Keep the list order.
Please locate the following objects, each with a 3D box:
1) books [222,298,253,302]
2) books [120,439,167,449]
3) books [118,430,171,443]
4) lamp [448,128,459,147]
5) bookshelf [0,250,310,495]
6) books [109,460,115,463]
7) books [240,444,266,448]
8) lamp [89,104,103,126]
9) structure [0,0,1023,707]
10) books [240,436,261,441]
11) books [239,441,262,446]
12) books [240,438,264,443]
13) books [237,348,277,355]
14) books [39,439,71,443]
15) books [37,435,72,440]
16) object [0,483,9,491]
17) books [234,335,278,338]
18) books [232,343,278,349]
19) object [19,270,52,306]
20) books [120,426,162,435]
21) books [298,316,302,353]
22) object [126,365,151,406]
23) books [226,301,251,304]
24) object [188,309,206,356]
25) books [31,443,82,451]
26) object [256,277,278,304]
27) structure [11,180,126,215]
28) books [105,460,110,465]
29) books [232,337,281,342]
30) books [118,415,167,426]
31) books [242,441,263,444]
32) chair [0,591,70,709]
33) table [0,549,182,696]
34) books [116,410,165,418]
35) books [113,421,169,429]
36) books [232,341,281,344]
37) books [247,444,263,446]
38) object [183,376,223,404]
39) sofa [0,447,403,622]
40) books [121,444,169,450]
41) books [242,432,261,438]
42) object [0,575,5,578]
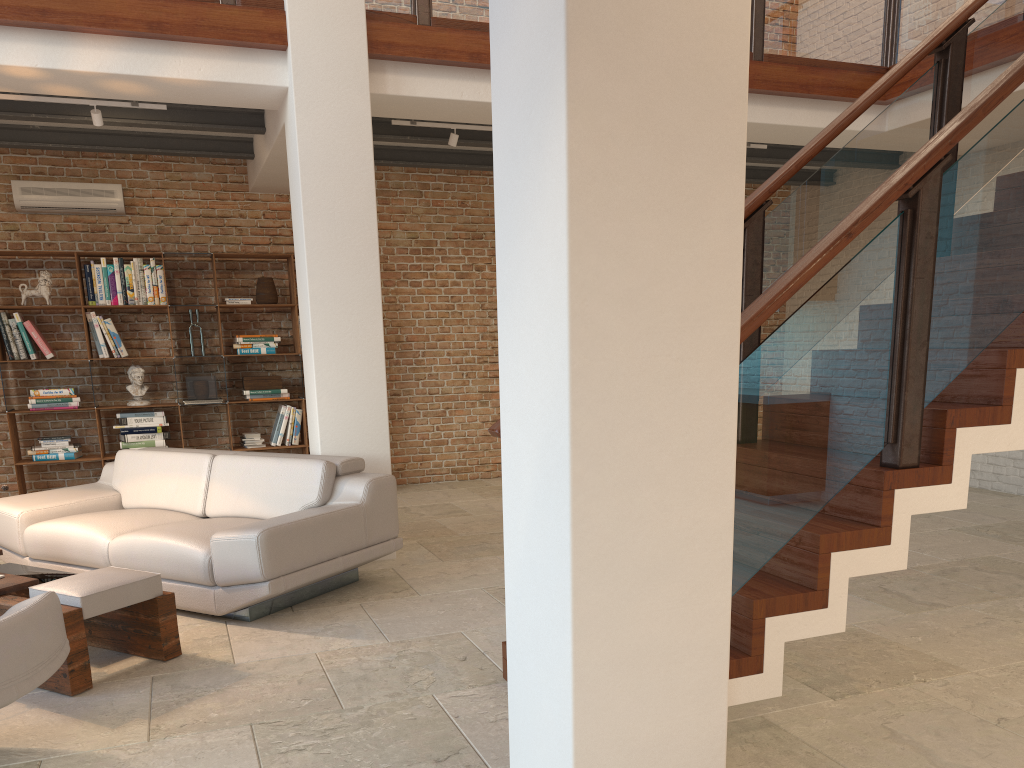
[{"bbox_3d":[-2.413,-0.737,7.656,0.235,0.019,0.168,-3,3,-28],"label":"books"},{"bbox_3d":[-3.237,0.518,7.667,0.360,0.057,0.277,-2,3,-18],"label":"books"},{"bbox_3d":[-3.222,0.457,7.643,0.376,0.066,0.240,-3,4,-34],"label":"books"},{"bbox_3d":[-0.415,-1.738,6.172,0.085,0.133,0.058,6,13,38],"label":"lamp"},{"bbox_3d":[-2.753,0.001,7.718,3.019,2.266,0.355,-4,12,-20],"label":"bookshelf"},{"bbox_3d":[-3.483,0.860,7.652,0.036,0.395,0.238,-6,11,-21],"label":"books"},{"bbox_3d":[-2.383,0.566,8.018,0.169,0.019,0.233,-3,3,-33],"label":"books"},{"bbox_3d":[-2.566,-1.656,5.390,0.060,0.119,0.092,-4,9,-14],"label":"lamp"},{"bbox_3d":[0.892,-0.838,1.871,10.106,4.254,13.577,-3,4,-21],"label":"structure"},{"bbox_3d":[-2.399,0.496,7.986,0.161,0.017,0.247,-2,3,-21],"label":"books"},{"bbox_3d":[-2.398,0.541,7.996,0.161,0.017,0.247,-3,3,-26],"label":"books"},{"bbox_3d":[-2.384,0.513,8.006,0.169,0.019,0.232,-3,3,-28],"label":"books"},{"bbox_3d":[-2.289,-0.295,7.843,0.326,0.057,0.249,-2,3,-11],"label":"books"},{"bbox_3d":[-3.896,0.481,7.431,0.235,0.019,0.168,-3,3,-28],"label":"books"},{"bbox_3d":[-3.881,0.455,7.409,0.251,0.017,0.159,-2,3,-21],"label":"books"},{"bbox_3d":[-2.591,0.575,3.993,0.313,0.624,0.531,7,12,40],"label":"object"},{"bbox_3d":[-2.301,-0.426,7.821,0.354,0.021,0.267,-3,3,-22],"label":"books"},{"bbox_3d":[-2.313,-0.341,7.834,0.378,0.037,0.239,-2,3,-21],"label":"books"},{"bbox_3d":[-3.870,-0.782,7.093,0.251,0.291,0.126,-3,11,-13],"label":"object"},{"bbox_3d":[-3.245,0.397,7.609,0.324,0.057,0.250,-3,3,-26],"label":"books"},{"bbox_3d":[-1.931,-0.449,7.946,0.055,0.339,0.248,-6,10,-21],"label":"books"},{"bbox_3d":[-3.246,0.012,7.544,0.196,0.360,0.187,-2,10,-5],"label":"object"},{"bbox_3d":[-2.405,-0.710,7.657,0.205,0.035,0.130,-3,3,-21],"label":"books"},{"bbox_3d":[-2.750,-0.445,7.587,0.121,0.411,0.060,-5,13,-17],"label":"object"},{"bbox_3d":[-3.877,0.534,7.417,0.377,0.019,0.240,-3,3,-28],"label":"books"},{"bbox_3d":[-2.175,-0.820,7.718,0.192,0.240,0.189,3,10,26],"label":"object"},{"bbox_3d":[-3.647,-1.533,7.198,0.809,0.226,0.195,-3,8,-20],"label":"structure"},{"bbox_3d":[-3.511,0.862,7.625,0.036,0.395,0.238,-6,11,-21],"label":"books"},{"bbox_3d":[-2.291,-0.397,7.810,0.377,0.037,0.240,-3,3,-27],"label":"books"},{"bbox_3d":[-3.234,0.314,7.628,0.377,0.066,0.240,-3,4,-26],"label":"books"},{"bbox_3d":[-2.387,0.527,8.001,0.155,0.008,0.238,-3,3,-26],"label":"books"},{"bbox_3d":[-2.113,0.814,2.729,1.027,1.046,0.945,-2,8,-4],"label":"chair"},{"bbox_3d":[-2.878,1.073,3.828,2.196,0.441,1.930,0,3,30],"label":"table"},{"bbox_3d":[-3.238,0.262,7.611,0.378,0.037,0.239,-2,3,-21],"label":"books"},{"bbox_3d":[-3.235,0.358,7.618,0.442,0.021,0.266,-2,3,-21],"label":"books"},{"bbox_3d":[-2.295,-0.369,7.824,0.377,0.019,0.240,-3,3,-28],"label":"books"},{"bbox_3d":[-2.386,0.553,8.006,0.155,0.008,0.238,-3,3,-26],"label":"books"},{"bbox_3d":[-2.746,0.049,7.714,0.334,0.240,0.277,-4,7,-21],"label":"object"},{"bbox_3d":[-1.927,0.822,5.206,2.320,0.779,1.119,1,6,29],"label":"sofa"},{"bbox_3d":[-3.227,0.579,7.663,0.377,0.066,0.240,-3,4,-26],"label":"books"},{"bbox_3d":[-2.389,0.470,7.989,0.131,0.035,0.202,-3,3,-26],"label":"books"},{"bbox_3d":[-2.372,0.867,3.838,0.247,0.036,0.267,1,4,41],"label":"object"}]
